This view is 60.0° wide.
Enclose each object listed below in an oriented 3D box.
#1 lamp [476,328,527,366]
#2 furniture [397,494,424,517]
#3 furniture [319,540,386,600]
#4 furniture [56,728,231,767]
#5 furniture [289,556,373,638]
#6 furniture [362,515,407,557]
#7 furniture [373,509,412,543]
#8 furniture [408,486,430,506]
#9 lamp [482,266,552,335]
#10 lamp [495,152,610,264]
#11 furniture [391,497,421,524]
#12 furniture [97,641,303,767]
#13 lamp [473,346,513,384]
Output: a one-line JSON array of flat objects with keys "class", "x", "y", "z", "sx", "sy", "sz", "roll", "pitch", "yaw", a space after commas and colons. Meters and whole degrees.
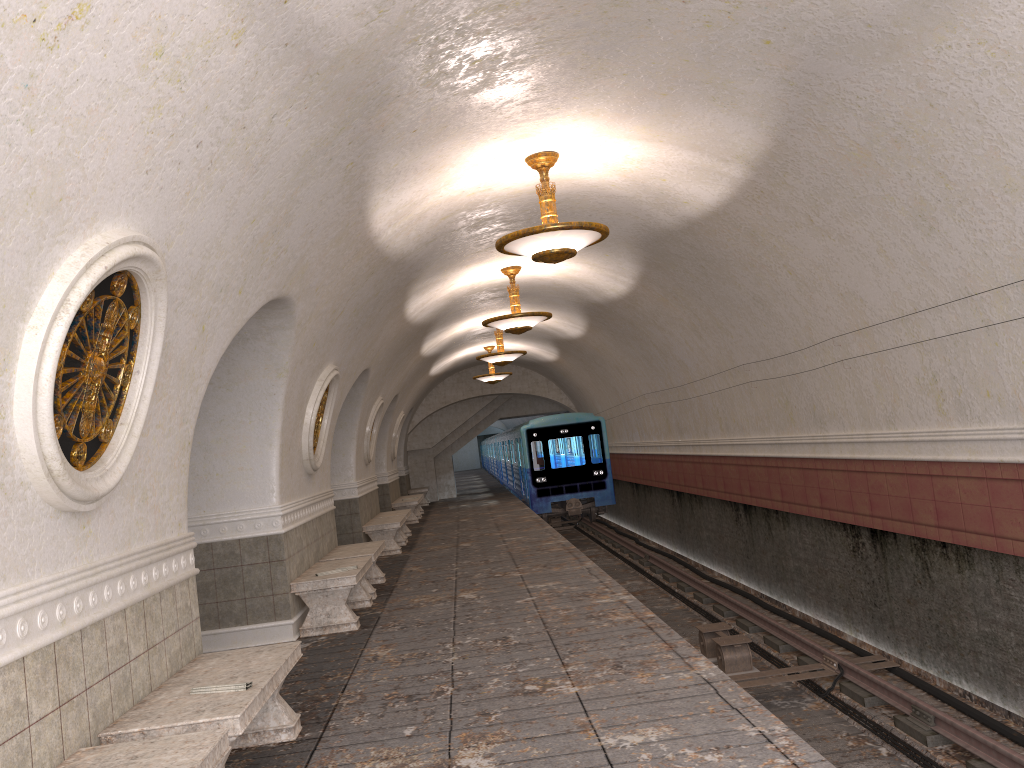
[{"class": "lamp", "x": -0.238, "y": -0.816, "z": 17.421, "sx": 1.008, "sy": 0.955, "sz": 1.008, "roll": -8, "pitch": -4, "yaw": 12}, {"class": "furniture", "x": -2.547, "y": 3.108, "z": 22.495, "sx": 0.613, "sy": 0.508, "sz": 1.509, "roll": -7, "pitch": -4, "yaw": -4}, {"class": "furniture", "x": -1.852, "y": 2.227, "z": 10.564, "sx": 0.613, "sy": 0.508, "sz": 1.509, "roll": -7, "pitch": -4, "yaw": -4}, {"class": "furniture", "x": -1.406, "y": 1.661, "z": 2.908, "sx": 0.613, "sy": 0.508, "sz": 1.509, "roll": -7, "pitch": -4, "yaw": -4}, {"class": "furniture", "x": -1.755, "y": 2.103, "z": 8.890, "sx": 0.613, "sy": 0.508, "sz": 1.509, "roll": -7, "pitch": -4, "yaw": -4}, {"class": "furniture", "x": -2.104, "y": 2.546, "z": 14.885, "sx": 0.613, "sy": 0.508, "sz": 1.509, "roll": -7, "pitch": -4, "yaw": -4}, {"class": "furniture", "x": -2.201, "y": 2.670, "z": 16.559, "sx": 0.613, "sy": 0.508, "sz": 1.509, "roll": -7, "pitch": -4, "yaw": -4}, {"class": "furniture", "x": -2.815, "y": 3.448, "z": 27.096, "sx": 0.613, "sy": 0.508, "sz": 1.509, "roll": -7, "pitch": -4, "yaw": -4}, {"class": "lamp", "x": 0.042, "y": -1.171, "z": 12.614, "sx": 1.008, "sy": 0.955, "sz": 1.008, "roll": -8, "pitch": -4, "yaw": 12}, {"class": "lamp", "x": 0.322, "y": -1.526, "z": 7.806, "sx": 1.008, "sy": 0.955, "sz": 1.008, "roll": -6, "pitch": -4, "yaw": -20}, {"class": "furniture", "x": -2.449, "y": 2.984, "z": 20.821, "sx": 0.613, "sy": 0.508, "sz": 1.509, "roll": -7, "pitch": -4, "yaw": -4}, {"class": "furniture", "x": -1.504, "y": 1.785, "z": 4.582, "sx": 0.613, "sy": 0.508, "sz": 1.509, "roll": -7, "pitch": -4, "yaw": -4}, {"class": "lamp", "x": -0.518, "y": -0.461, "z": 22.230, "sx": 1.008, "sy": 0.955, "sz": 1.008, "roll": -10, "pitch": -5, "yaw": 42}]
